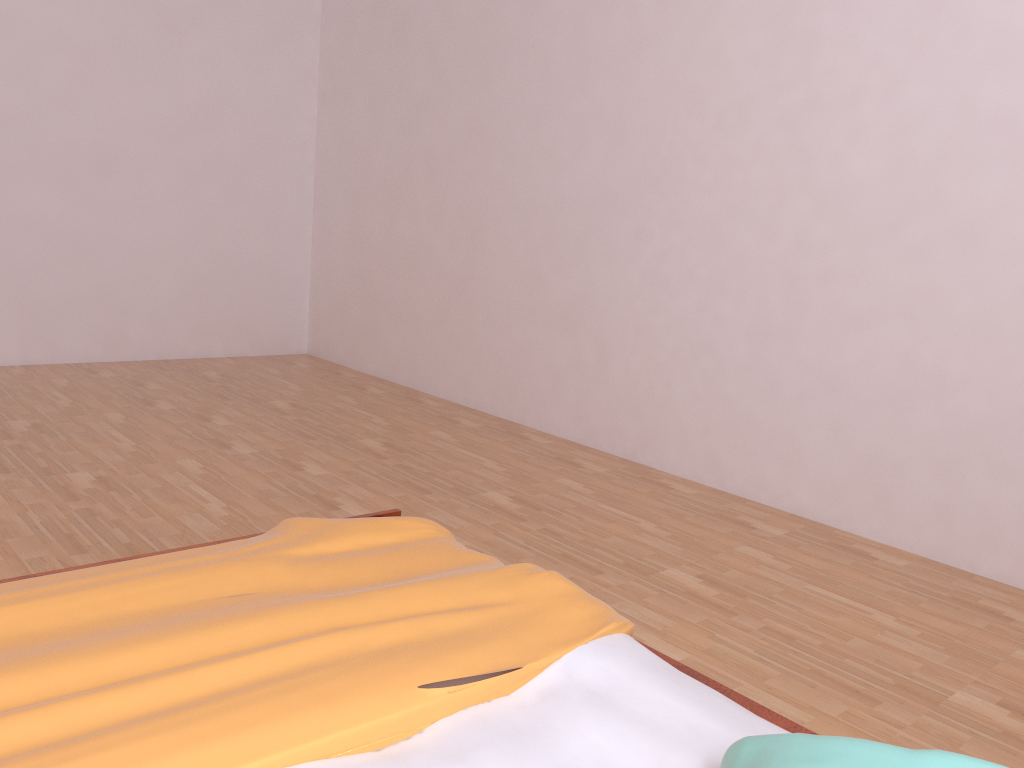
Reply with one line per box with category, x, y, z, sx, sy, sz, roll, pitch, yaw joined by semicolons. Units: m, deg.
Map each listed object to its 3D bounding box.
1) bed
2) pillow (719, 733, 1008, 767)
bed;-0.193;0.524;0.751;1.632;0.560;1.990;-4;14;-41
pillow;0.314;0.472;0.784;0.334;0.164;0.425;9;11;24
